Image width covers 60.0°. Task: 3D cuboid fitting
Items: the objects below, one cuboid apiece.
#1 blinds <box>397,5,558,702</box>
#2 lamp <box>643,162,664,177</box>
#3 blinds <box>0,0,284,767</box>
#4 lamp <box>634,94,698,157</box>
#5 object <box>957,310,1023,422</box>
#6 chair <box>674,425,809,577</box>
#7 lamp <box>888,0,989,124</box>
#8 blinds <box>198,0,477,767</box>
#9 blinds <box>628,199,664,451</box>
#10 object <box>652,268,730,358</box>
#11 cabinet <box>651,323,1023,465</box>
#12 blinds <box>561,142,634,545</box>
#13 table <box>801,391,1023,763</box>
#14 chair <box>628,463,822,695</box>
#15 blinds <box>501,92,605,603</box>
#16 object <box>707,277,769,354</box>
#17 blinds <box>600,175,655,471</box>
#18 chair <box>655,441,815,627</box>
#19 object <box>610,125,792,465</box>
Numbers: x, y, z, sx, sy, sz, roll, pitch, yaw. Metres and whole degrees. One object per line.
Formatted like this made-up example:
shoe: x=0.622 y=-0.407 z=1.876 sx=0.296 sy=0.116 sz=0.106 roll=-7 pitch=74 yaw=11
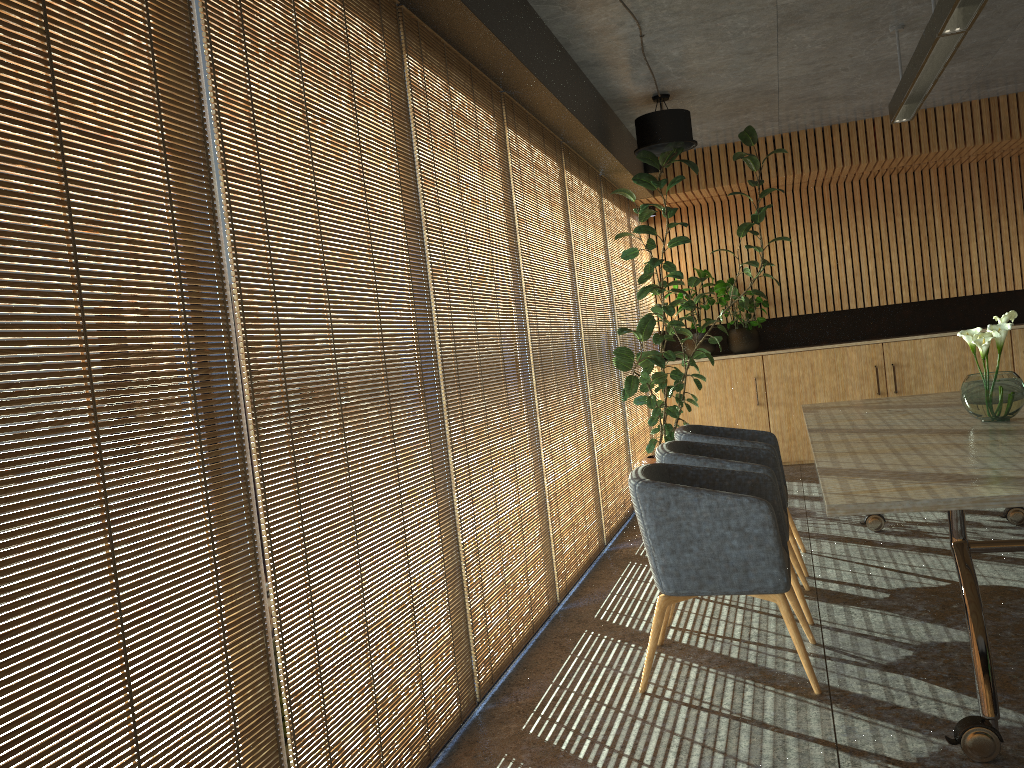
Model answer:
blinds: x=-0.479 y=-0.025 z=1.946 sx=1.388 sy=3.075 sz=6.486 roll=-6 pitch=2 yaw=-1
lamp: x=3.279 y=-2.480 z=8.523 sx=4.179 sy=0.294 sz=0.257 roll=-6 pitch=2 yaw=17
blinds: x=-0.959 y=0.017 z=1.729 sx=0.039 sy=3.038 sz=1.422 roll=-6 pitch=2 yaw=17
lamp: x=1.230 y=-2.125 z=7.226 sx=0.513 sy=0.497 sz=0.513 roll=-7 pitch=2 yaw=-12
object: x=2.426 y=-0.087 z=4.500 sx=0.295 sy=0.546 sz=0.322 roll=-6 pitch=2 yaw=27
chair: x=1.476 y=0.716 z=5.761 sx=0.761 sy=0.944 sz=0.706 roll=-6 pitch=2 yaw=17
lamp: x=2.177 y=-2.062 z=4.442 sx=0.151 sy=0.618 sz=4.009 roll=-6 pitch=2 yaw=17
blinds: x=-0.532 y=-0.072 z=3.131 sx=0.039 sy=3.038 sz=1.422 roll=-6 pitch=2 yaw=17
blinds: x=1.605 y=-0.518 z=10.145 sx=0.039 sy=3.038 sz=1.422 roll=-6 pitch=2 yaw=17
object: x=2.087 y=-0.819 z=10.305 sx=0.640 sy=1.054 sz=0.666 roll=-7 pitch=2 yaw=-31
cabinet: x=4.118 y=0.137 z=9.838 sx=4.954 sy=1.272 sz=1.006 roll=-6 pitch=2 yaw=17
blinds: x=0.743 y=-0.339 z=7.317 sx=0.039 sy=3.038 sz=1.422 roll=-6 pitch=2 yaw=17
table: x=2.505 y=0.645 z=4.500 sx=1.816 sy=0.927 sz=3.932 roll=-6 pitch=2 yaw=17
chair: x=0.952 y=0.826 z=4.043 sx=0.761 sy=0.944 sz=0.706 roll=-6 pitch=2 yaw=17
blinds: x=0.316 y=-0.249 z=5.915 sx=0.039 sy=3.038 sz=1.422 roll=-6 pitch=2 yaw=17
object: x=2.580 y=-0.782 z=10.141 sx=0.679 sy=0.880 sz=0.512 roll=-6 pitch=2 yaw=21
blinds: x=1.178 y=-0.429 z=8.743 sx=0.039 sy=3.038 sz=1.422 roll=-6 pitch=2 yaw=17
chair: x=1.214 y=0.771 z=4.902 sx=0.761 sy=0.944 sz=0.706 roll=-6 pitch=2 yaw=17
object: x=1.434 y=-0.518 z=8.098 sx=1.875 sy=3.266 sz=1.958 roll=-8 pitch=2 yaw=-34
